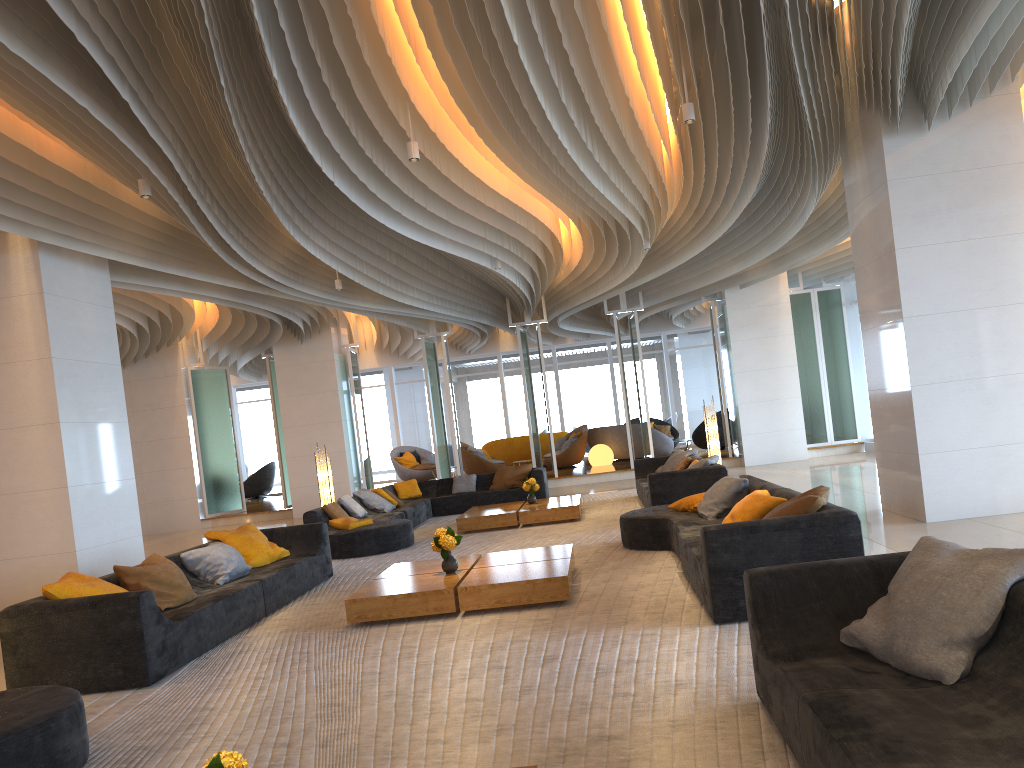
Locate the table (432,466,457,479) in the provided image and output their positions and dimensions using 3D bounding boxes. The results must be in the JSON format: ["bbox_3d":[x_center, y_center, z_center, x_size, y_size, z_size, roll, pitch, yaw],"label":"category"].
[{"bbox_3d":[-1.494,2.283,22.691,1.074,0.318,0.823,-7,-2,11],"label":"table"}]

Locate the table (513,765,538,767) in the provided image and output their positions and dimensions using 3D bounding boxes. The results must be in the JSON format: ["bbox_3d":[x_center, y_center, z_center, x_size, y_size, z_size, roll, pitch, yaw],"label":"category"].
[{"bbox_3d":[-0.771,1.381,2.056,1.597,0.220,1.605,-7,-3,4],"label":"table"}]

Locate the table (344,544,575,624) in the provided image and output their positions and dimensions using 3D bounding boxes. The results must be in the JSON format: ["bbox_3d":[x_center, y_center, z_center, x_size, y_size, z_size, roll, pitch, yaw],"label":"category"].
[{"bbox_3d":[-0.316,1.581,7.064,1.597,0.220,1.605,-7,-3,4],"label":"table"}]

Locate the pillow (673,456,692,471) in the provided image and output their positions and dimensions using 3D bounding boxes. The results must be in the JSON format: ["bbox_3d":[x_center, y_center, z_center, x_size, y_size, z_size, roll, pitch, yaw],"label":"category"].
[{"bbox_3d":[2.370,1.188,12.527,0.321,0.312,0.408,-7,-2,2],"label":"pillow"}]

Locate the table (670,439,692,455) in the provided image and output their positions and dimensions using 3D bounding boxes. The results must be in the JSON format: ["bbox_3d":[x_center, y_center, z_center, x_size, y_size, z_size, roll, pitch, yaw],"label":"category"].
[{"bbox_3d":[4.106,1.582,22.111,1.091,0.318,0.810,-6,-3,-24],"label":"table"}]

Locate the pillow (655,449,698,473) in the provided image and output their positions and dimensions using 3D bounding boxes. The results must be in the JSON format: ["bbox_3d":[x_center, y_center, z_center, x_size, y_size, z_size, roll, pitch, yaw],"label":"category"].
[{"bbox_3d":[2.459,1.192,13.367,0.552,0.377,0.634,-6,-2,-18],"label":"pillow"}]

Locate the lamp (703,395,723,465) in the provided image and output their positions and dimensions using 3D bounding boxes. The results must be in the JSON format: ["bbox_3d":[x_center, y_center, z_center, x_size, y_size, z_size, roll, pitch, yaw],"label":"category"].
[{"bbox_3d":[3.222,0.912,14.201,0.250,1.451,0.250,-7,1,4],"label":"lamp"}]

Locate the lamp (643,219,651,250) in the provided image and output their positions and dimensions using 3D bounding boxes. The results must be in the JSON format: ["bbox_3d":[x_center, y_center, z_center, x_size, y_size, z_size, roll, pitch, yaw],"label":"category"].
[{"bbox_3d":[1.750,-2.575,12.050,0.090,1.506,0.088,-7,1,-41],"label":"lamp"}]

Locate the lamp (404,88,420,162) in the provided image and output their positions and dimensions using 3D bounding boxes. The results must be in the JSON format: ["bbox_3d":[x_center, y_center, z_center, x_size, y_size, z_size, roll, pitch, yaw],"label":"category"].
[{"bbox_3d":[-0.865,-2.519,7.014,0.090,1.506,0.088,-7,1,-23],"label":"lamp"}]

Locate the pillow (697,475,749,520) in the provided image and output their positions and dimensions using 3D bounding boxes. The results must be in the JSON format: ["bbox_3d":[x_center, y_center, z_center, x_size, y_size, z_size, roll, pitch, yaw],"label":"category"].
[{"bbox_3d":[1.893,1.046,7.975,0.461,0.416,0.666,-7,-2,5],"label":"pillow"}]

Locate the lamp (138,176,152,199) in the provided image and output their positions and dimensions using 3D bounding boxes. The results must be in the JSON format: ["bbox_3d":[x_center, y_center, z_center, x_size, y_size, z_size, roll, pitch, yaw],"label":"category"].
[{"bbox_3d":[-3.038,-2.252,7.134,0.089,1.506,0.089,-7,1,-5],"label":"lamp"}]

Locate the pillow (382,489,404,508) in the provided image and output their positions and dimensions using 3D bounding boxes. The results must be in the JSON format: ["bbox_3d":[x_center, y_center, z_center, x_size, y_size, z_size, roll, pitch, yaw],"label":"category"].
[{"bbox_3d":[-1.885,1.760,13.684,0.334,0.319,0.407,-6,-2,-28],"label":"pillow"}]

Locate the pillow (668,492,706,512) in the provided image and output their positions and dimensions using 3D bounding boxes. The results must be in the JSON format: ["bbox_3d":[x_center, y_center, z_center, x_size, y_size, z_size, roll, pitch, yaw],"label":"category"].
[{"bbox_3d":[1.841,1.134,8.502,0.593,0.192,0.443,-5,-3,-31],"label":"pillow"}]

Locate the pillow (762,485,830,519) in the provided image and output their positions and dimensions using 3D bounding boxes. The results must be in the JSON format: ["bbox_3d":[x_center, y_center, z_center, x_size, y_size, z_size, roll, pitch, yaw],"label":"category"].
[{"bbox_3d":[1.763,0.885,5.701,0.541,0.377,0.646,-8,-2,26],"label":"pillow"}]

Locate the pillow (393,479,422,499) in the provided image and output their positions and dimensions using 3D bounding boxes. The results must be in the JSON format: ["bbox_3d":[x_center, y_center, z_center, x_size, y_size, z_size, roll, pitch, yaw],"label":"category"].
[{"bbox_3d":[-1.780,1.792,15.083,0.413,0.316,0.338,-6,-1,-24],"label":"pillow"}]

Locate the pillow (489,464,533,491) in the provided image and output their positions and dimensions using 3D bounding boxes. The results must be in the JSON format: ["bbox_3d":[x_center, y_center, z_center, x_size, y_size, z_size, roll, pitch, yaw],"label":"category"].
[{"bbox_3d":[-0.015,1.572,15.003,0.632,0.377,0.553,-8,-2,26],"label":"pillow"}]

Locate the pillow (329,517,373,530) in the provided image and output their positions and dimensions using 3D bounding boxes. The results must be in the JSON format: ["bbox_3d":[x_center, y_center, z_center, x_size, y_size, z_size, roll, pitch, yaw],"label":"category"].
[{"bbox_3d":[-2.009,1.731,11.071,0.405,0.136,0.422,-9,-3,38],"label":"pillow"}]

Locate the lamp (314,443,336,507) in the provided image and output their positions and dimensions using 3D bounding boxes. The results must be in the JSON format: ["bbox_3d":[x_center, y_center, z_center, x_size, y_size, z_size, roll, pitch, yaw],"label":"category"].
[{"bbox_3d":[-2.844,1.607,13.589,0.250,1.451,0.250,-7,1,4],"label":"lamp"}]

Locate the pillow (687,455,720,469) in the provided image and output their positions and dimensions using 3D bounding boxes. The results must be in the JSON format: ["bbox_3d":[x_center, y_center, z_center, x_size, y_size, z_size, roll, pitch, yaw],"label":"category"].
[{"bbox_3d":[2.225,1.089,10.788,0.541,0.377,0.646,-8,-2,26],"label":"pillow"}]

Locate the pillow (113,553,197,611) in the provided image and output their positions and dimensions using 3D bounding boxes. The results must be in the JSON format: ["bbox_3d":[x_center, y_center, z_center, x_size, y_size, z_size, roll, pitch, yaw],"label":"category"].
[{"bbox_3d":[-2.611,1.472,6.533,0.442,0.409,0.603,-7,-2,6],"label":"pillow"}]

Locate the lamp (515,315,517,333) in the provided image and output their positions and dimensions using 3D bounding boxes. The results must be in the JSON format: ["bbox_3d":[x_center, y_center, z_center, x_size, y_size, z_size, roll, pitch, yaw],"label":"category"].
[{"bbox_3d":[0.030,-1.938,20.531,0.088,1.506,0.089,-7,1,13],"label":"lamp"}]

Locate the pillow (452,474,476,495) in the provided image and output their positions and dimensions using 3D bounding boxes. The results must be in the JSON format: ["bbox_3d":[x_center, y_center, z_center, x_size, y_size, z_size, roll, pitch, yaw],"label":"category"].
[{"bbox_3d":[-0.810,1.697,15.034,0.406,0.312,0.323,-7,-1,6],"label":"pillow"}]

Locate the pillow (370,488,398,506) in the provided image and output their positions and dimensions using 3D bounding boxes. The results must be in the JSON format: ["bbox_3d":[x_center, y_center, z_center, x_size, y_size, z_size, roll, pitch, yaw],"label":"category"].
[{"bbox_3d":[-1.972,1.735,13.532,0.328,0.335,0.417,-6,-2,-30],"label":"pillow"}]

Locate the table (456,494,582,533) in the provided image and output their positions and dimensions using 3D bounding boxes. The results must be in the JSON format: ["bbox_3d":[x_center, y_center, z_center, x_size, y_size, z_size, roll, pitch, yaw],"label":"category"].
[{"bbox_3d":[0.152,1.788,12.214,1.597,0.220,1.605,-7,-3,4],"label":"table"}]

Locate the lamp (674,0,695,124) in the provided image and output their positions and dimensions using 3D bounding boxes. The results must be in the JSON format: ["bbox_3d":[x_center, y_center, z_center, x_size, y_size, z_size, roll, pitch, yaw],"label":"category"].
[{"bbox_3d":[1.291,-2.783,6.885,0.089,1.506,0.089,-7,1,-5],"label":"lamp"}]

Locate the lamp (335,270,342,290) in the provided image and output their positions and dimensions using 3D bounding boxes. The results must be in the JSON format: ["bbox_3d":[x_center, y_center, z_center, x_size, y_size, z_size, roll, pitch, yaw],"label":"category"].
[{"bbox_3d":[-2.488,-2.055,12.300,0.090,1.506,0.088,-7,1,-41],"label":"lamp"}]

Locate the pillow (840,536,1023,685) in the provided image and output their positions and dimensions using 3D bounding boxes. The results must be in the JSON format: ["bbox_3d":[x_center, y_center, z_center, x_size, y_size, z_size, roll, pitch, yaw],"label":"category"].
[{"bbox_3d":[1.536,0.785,3.205,0.552,0.377,0.634,-6,-2,-18],"label":"pillow"}]

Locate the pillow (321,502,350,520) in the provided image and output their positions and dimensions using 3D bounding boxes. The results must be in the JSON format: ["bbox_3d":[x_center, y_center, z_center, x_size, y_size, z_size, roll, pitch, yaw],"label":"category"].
[{"bbox_3d":[-2.227,1.670,11.395,0.327,0.311,0.425,-7,-2,6],"label":"pillow"}]

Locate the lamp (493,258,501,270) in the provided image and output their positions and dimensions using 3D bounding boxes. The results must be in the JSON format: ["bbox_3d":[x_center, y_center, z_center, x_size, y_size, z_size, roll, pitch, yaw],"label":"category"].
[{"bbox_3d":[-0.286,-2.325,12.169,0.090,1.506,0.088,-7,1,-41],"label":"lamp"}]

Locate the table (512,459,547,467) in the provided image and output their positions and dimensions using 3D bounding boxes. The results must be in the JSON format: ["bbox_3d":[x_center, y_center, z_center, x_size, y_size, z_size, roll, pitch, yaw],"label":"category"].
[{"bbox_3d":[0.408,1.967,20.966,0.823,0.318,1.074,-6,-3,-14],"label":"table"}]

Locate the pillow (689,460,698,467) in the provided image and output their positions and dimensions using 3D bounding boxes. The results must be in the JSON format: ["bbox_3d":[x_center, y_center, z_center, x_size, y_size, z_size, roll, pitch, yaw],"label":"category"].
[{"bbox_3d":[2.259,1.139,11.302,0.321,0.312,0.409,-7,-2,6],"label":"pillow"}]

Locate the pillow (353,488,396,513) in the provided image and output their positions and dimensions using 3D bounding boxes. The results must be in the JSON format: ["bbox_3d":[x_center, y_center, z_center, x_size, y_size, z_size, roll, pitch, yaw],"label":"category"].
[{"bbox_3d":[-2.046,1.734,13.197,0.546,0.377,0.652,-7,-2,0],"label":"pillow"}]

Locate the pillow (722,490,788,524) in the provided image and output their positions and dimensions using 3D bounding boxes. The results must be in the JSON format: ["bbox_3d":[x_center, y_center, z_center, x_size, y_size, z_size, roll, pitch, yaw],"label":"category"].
[{"bbox_3d":[1.768,1.007,6.558,0.449,0.394,0.638,-7,-2,4],"label":"pillow"}]

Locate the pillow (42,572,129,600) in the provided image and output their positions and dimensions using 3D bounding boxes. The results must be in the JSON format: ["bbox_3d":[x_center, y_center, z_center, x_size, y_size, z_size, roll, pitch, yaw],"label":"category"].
[{"bbox_3d":[-2.744,1.435,5.895,0.552,0.377,0.634,-6,-2,-18],"label":"pillow"}]
